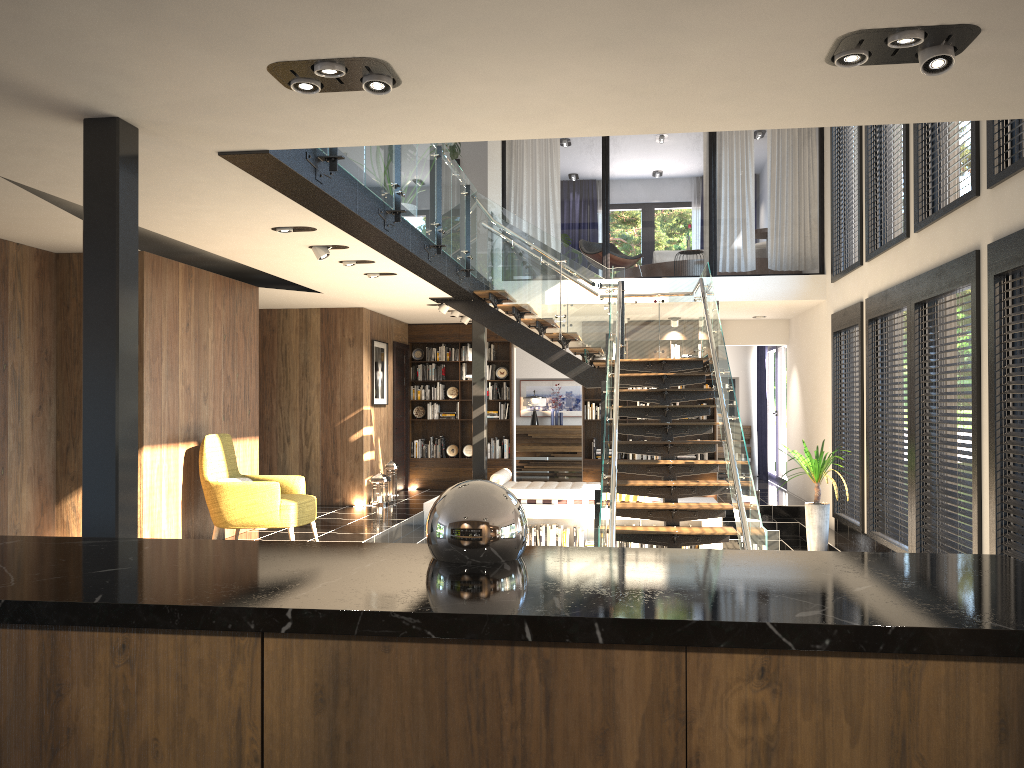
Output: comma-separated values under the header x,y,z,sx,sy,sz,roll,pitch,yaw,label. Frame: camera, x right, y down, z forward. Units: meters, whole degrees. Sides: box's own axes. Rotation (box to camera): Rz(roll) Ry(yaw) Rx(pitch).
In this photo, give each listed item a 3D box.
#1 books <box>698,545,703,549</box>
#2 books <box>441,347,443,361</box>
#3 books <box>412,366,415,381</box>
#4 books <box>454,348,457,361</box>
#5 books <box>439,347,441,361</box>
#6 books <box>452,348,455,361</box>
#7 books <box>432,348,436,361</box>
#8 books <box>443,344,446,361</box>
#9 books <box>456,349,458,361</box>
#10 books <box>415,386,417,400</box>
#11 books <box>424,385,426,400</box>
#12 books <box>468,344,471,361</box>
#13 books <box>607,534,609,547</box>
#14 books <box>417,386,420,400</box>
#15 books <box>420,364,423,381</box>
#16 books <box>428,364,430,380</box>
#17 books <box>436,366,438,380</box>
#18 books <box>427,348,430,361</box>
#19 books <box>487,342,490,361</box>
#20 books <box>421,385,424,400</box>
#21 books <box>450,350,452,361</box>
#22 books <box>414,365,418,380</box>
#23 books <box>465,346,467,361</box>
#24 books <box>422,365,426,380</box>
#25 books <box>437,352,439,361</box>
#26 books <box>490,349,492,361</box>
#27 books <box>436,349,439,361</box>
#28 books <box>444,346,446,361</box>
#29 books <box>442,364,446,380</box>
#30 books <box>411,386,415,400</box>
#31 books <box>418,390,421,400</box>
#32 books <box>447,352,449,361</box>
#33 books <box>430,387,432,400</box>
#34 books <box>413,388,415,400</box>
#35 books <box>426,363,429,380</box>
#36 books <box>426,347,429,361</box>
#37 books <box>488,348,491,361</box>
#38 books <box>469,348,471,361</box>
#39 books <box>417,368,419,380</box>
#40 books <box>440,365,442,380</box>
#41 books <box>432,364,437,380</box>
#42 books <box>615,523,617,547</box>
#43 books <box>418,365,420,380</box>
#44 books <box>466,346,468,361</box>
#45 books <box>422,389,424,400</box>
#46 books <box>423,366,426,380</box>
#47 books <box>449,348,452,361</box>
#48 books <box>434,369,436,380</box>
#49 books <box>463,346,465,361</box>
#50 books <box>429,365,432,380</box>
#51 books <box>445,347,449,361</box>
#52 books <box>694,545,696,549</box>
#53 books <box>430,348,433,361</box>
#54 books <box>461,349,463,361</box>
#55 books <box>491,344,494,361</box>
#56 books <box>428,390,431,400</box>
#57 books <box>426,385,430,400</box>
x,y,z,sx,sy,sz,roll,pitch,yaw,label
2.374,1.969,11.177,0.037,0.264,0.272,0,-1,8,books
-1.123,-0.490,14.480,0.025,0.239,0.220,0,-1,8,books
-1.613,-0.169,14.562,0.023,0.231,0.143,0,-1,8,books
-0.911,-0.477,14.476,0.039,0.212,0.172,0,-1,7,books
-1.153,-0.485,14.496,0.039,0.230,0.205,0,-1,8,books
-0.943,-0.476,14.488,0.027,0.212,0.180,0,-1,8,books
-1.273,-0.477,14.534,0.059,0.216,0.159,0,-1,7,books
-1.105,-0.510,14.477,0.012,0.278,0.228,0,-1,8,books
-0.881,-0.473,14.458,0.023,0.202,0.201,0,-1,8,books
-1.562,0.143,14.539,0.022,0.235,0.194,0,-1,8,books
-1.403,0.143,14.546,0.036,0.235,0.170,0,-1,8,books
-0.690,-0.511,14.407,0.011,0.276,0.287,0,-1,8,books
1.233,1.977,11.383,0.026,0.263,0.156,0,-1,8,books
-1.536,0.145,14.582,0.018,0.232,0.123,0,-1,8,books
-1.468,-0.188,14.532,0.022,0.267,0.198,0,-1,8,books
-1.350,-0.188,14.510,0.019,0.264,0.175,0,-1,8,books
-1.210,-0.175,14.525,0.028,0.240,0.148,0,-1,8,books
-1.364,-0.477,14.513,0.024,0.216,0.210,0,-1,8,books
-0.389,-0.525,14.393,0.017,0.302,0.266,0,-1,8,books
-1.463,0.143,14.567,0.019,0.236,0.139,0,-1,7,books
-0.973,-0.457,14.473,0.029,0.172,0.187,0,-1,8,books
-1.566,-0.181,14.576,0.066,0.255,0.127,0,-1,7,books
-0.733,-0.492,14.438,0.013,0.239,0.255,0,-1,8,books
-1.443,-0.185,14.534,0.027,0.260,0.181,0,-1,8,books
-1.188,-0.447,14.518,0.035,0.156,0.186,0,-1,8,books
-0.326,-0.466,14.420,0.027,0.186,0.220,0,-1,8,books
-1.214,-0.470,14.550,0.025,0.203,0.156,0,-1,8,books
-1.085,-0.493,14.499,0.020,0.245,0.228,0,-1,8,books
-1.117,-0.189,14.511,0.035,0.266,0.133,0,-1,8,books
-1.628,0.149,14.583,0.030,0.224,0.166,0,-1,8,books
-1.511,0.176,14.559,0.037,0.169,0.148,0,-1,8,books
-1.031,-0.444,14.524,0.040,0.149,0.126,0,-1,8,books
-1.307,0.152,14.533,0.053,0.216,0.151,0,-1,7,books
-1.591,0.165,14.572,0.045,0.192,0.164,0,-1,8,books
-1.382,-0.199,14.536,0.015,0.287,0.154,0,-1,8,books
-1.379,-0.485,14.553,0.017,0.234,0.200,0,-1,8,books
-0.355,-0.481,14.450,0.037,0.218,0.144,0,-1,8,books
-0.668,-0.480,14.456,0.019,0.216,0.214,0,-1,8,books
-1.525,-0.156,14.544,0.025,0.204,0.192,0,-1,8,books
-1.146,-0.187,14.514,0.025,0.263,0.147,0,-1,8,books
-1.268,-0.192,14.508,0.033,0.273,0.189,0,-1,8,books
1.318,1.949,11.332,0.043,0.316,0.209,0,-1,8,books
-1.495,-0.182,14.540,0.035,0.255,0.183,0,-1,8,books
-0.707,-0.492,14.455,0.035,0.241,0.208,0,-1,8,books
-1.440,0.170,14.536,0.035,0.180,0.165,0,-1,8,books
-1.413,-0.177,14.510,0.039,0.243,0.179,0,-1,7,books
-0.998,-0.479,14.510,0.030,0.217,0.165,0,-1,8,books
-1.241,-0.150,14.492,0.025,0.188,0.181,0,-1,8,books
-0.766,-0.490,14.467,0.033,0.237,0.231,0,-1,8,books
-1.321,-0.182,14.533,0.032,0.255,0.160,0,-1,8,books
-1.064,-0.487,14.507,0.020,0.235,0.206,0,-1,8,books
2.306,1.975,11.218,0.019,0.255,0.180,0,-1,8,books
-1.316,-0.480,14.533,0.026,0.222,0.202,0,-1,8,books
-0.794,-0.473,14.458,0.021,0.204,0.224,0,-1,8,books
-0.310,-0.505,14.395,0.013,0.262,0.217,0,-1,8,books
-1.347,0.176,14.530,0.026,0.167,0.173,0,-1,8,books
-1.375,0.141,14.521,0.026,0.237,0.164,0,-1,8,books
